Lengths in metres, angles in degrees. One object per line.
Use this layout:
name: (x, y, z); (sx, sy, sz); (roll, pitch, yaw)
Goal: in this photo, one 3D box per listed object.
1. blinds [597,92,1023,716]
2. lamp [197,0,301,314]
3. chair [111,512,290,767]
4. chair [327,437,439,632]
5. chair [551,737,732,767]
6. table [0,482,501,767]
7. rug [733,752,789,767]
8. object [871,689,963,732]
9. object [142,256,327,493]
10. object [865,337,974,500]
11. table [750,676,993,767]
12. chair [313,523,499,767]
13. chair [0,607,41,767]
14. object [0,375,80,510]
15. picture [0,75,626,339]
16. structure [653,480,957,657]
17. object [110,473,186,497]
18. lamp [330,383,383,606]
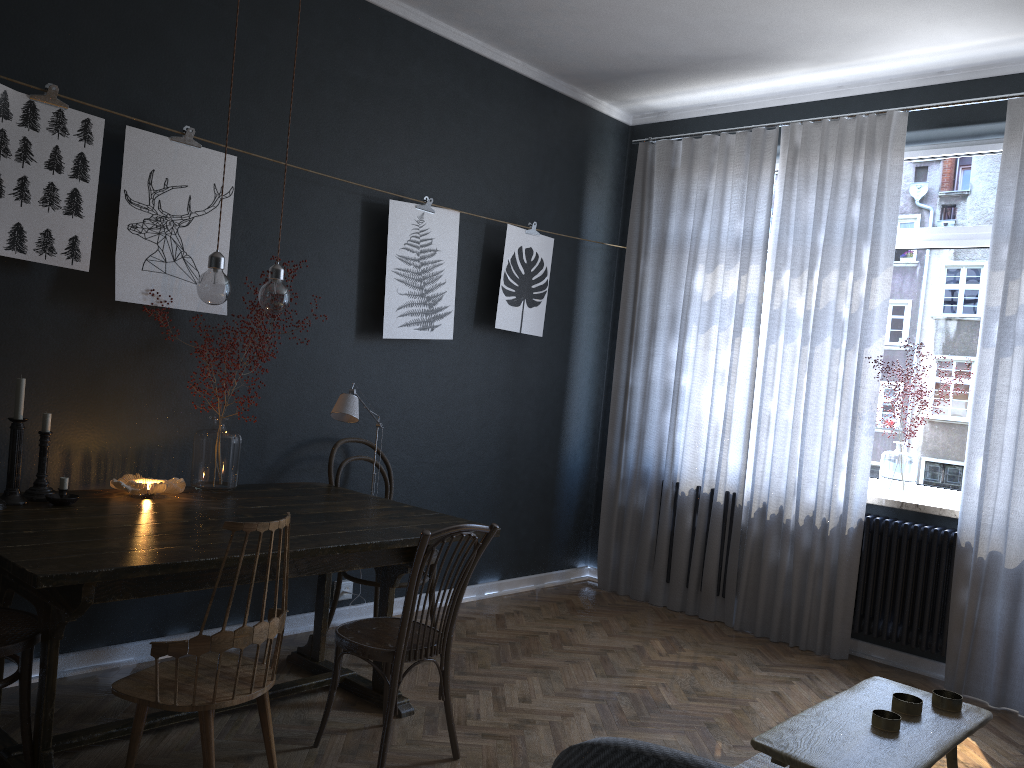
blinds: (2.140, 0.044, 4.248); (3.989, 2.790, 0.312); (6, 2, 42)
lamp: (-0.534, -1.002, 2.456); (0.583, 1.575, 1.589); (5, 1, -17)
chair: (-0.829, 0.771, 2.450); (0.383, 0.857, 0.456); (6, 2, 27)
chair: (-0.586, 0.732, 4.037); (0.548, 0.921, 0.438); (7, 2, 39)
chair: (0.295, 0.911, 1.407); (0.644, 0.811, 0.495); (6, 2, 20)
table: (-1.022, 0.804, 3.043); (1.125, 0.728, 1.605); (6, 1, 42)
rug: (0.617, 1.338, 2.165); (1.002, 0.013, 2.012); (6, 1, 42)
object: (0.998, 0.808, 2.216); (0.369, 0.033, 0.103); (5, 1, -38)
object: (-1.130, -0.045, 3.484); (0.638, 0.931, 0.556); (6, 2, 12)
object: (2.001, 0.185, 4.486); (0.514, 0.810, 0.599); (6, 2, 16)
table: (0.860, 1.087, 2.143); (0.339, 0.550, 0.788); (7, 2, 42)
chair: (-0.355, 0.822, 2.902); (0.466, 0.820, 0.363); (7, 2, 41)
chair: (-1.573, 0.663, 2.413); (0.437, 0.921, 0.549); (7, 2, 44)
object: (-1.597, 0.179, 2.858); (0.223, 0.420, 0.368); (7, 2, 43)
picture: (-0.745, -0.614, 4.023); (0.057, 0.771, 4.459); (7, 2, 42)
structure: (1.578, 0.942, 4.786); (1.845, 0.601, 0.216); (6, 2, 42)
object: (-1.322, 0.372, 3.223); (0.254, 0.072, 0.252); (5, 1, -42)
lamp: (-0.672, 0.526, 3.931); (0.242, 1.070, 0.799); (5, 1, -4)
